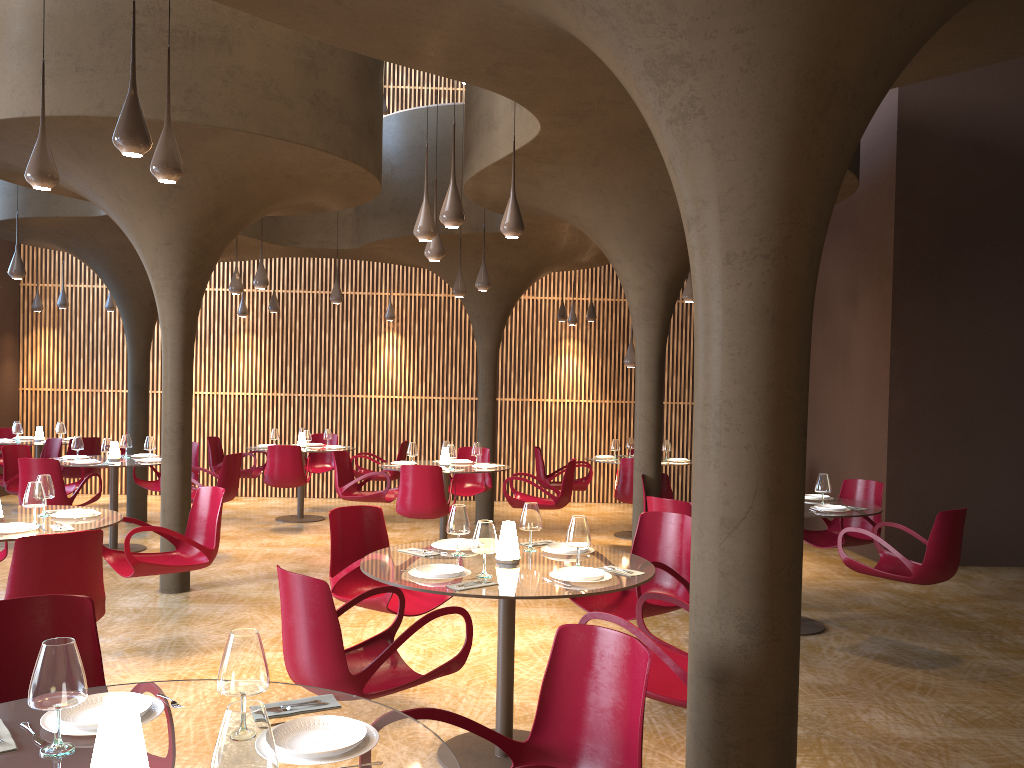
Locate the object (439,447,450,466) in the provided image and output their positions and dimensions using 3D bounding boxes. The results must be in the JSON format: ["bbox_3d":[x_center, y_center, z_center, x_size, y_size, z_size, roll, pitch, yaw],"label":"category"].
[{"bbox_3d":[-0.849,0.921,11.235,0.142,0.232,0.144,1,1,-27],"label":"object"}]

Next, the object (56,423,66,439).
[{"bbox_3d":[-7.137,0.768,14.036,0.142,0.295,0.142,0,1,-43],"label":"object"}]

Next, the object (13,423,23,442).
[{"bbox_3d":[-7.655,0.755,13.736,0.142,0.295,0.142,1,1,-3],"label":"object"}]

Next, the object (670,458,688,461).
[{"bbox_3d":[2.410,1.098,12.825,0.263,0.029,0.263,1,0,-7],"label":"object"}]

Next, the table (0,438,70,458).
[{"bbox_3d":[-7.551,1.472,14.152,1.671,1.131,1.672,1,0,40],"label":"table"}]

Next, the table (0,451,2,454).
[{"bbox_3d":[-7.568,1.457,11.496,1.671,1.131,1.672,1,0,40],"label":"table"}]

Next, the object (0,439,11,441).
[{"bbox_3d":[-7.890,0.877,13.720,0.263,0.029,0.263,1,0,-15],"label":"object"}]

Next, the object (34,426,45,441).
[{"bbox_3d":[-7.536,0.790,14.137,0.144,0.232,0.142,1,1,-27],"label":"object"}]

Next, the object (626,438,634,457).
[{"bbox_3d":[1.787,0.960,13.396,0.142,0.295,0.142,1,1,-20],"label":"object"}]

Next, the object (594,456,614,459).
[{"bbox_3d":[1.370,1.086,13.099,0.331,0.014,0.332,1,0,27],"label":"object"}]

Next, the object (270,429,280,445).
[{"bbox_3d":[-3.670,0.842,13.715,0.142,0.295,0.142,1,1,-30],"label":"object"}]

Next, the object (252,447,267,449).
[{"bbox_3d":[-3.874,0.981,13.589,0.262,0.017,0.126,1,0,4],"label":"object"}]

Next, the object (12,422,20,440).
[{"bbox_3d":[-7.945,0.751,14.225,0.142,0.295,0.142,1,1,-1],"label":"object"}]

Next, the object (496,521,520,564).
[{"bbox_3d":[-0.021,0.906,5.083,0.142,0.232,0.144,1,1,-42],"label":"object"}]

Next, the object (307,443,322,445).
[{"bbox_3d":[-3.221,0.983,14.437,0.263,0.029,0.263,1,0,9],"label":"object"}]

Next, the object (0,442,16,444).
[{"bbox_3d":[-7.682,0.897,13.501,0.126,0.017,0.262,1,0,43],"label":"object"}]

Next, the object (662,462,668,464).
[{"bbox_3d":[2.092,1.105,12.377,0.126,0.017,0.262,1,0,19],"label":"object"}]

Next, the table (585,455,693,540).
[{"bbox_3d":[1.896,1.673,13.011,1.672,1.131,1.672,1,0,18],"label":"table"}]

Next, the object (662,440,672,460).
[{"bbox_3d":[2.268,0.969,13.005,0.142,0.295,0.142,1,1,-14],"label":"object"}]

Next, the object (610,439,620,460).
[{"bbox_3d":[1.504,0.951,12.903,0.142,0.295,0.142,0,1,-44],"label":"object"}]

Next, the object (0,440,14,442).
[{"bbox_3d":[-7.890,0.887,13.720,0.332,0.014,0.331,1,0,-21],"label":"object"}]

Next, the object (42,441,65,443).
[{"bbox_3d":[-7.143,0.903,13.806,0.332,0.014,0.332,1,0,16],"label":"object"}]

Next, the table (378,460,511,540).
[{"bbox_3d":[-0.864,1.602,11.250,1.672,1.131,1.672,1,0,17],"label":"table"}]

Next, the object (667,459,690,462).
[{"bbox_3d":[2.409,1.108,12.825,0.332,0.014,0.331,1,0,-13],"label":"object"}]

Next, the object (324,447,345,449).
[{"bbox_3d":[-2.785,1.000,13.912,0.332,0.014,0.332,1,0,21],"label":"object"}]

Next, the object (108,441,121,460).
[{"bbox_3d":[-4.953,0.830,11.050,0.144,0.232,0.142,2,1,43],"label":"object"}]

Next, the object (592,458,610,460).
[{"bbox_3d":[1.282,1.090,12.810,0.262,0.017,0.126,1,0,13],"label":"object"}]

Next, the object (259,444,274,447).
[{"bbox_3d":[-3.831,0.967,13.888,0.263,0.029,0.263,1,0,34],"label":"object"}]

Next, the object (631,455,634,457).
[{"bbox_3d":[1.981,1.102,13.525,0.331,0.014,0.332,1,0,35],"label":"object"}]

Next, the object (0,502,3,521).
[{"bbox_3d":[-3.602,0.833,6.137,0.142,0.232,0.144,1,1,-9],"label":"object"}]

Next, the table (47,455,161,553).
[{"bbox_3d":[-4.968,1.511,11.065,1.672,1.131,1.672,1,0,17],"label":"table"}]

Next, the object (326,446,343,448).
[{"bbox_3d":[-2.785,0.990,13.912,0.263,0.029,0.263,1,0,-24],"label":"object"}]

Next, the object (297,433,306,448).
[{"bbox_3d":[-3.299,0.882,13.911,0.142,0.232,0.144,1,1,-17],"label":"object"}]

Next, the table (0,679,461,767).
[{"bbox_3d":[-0.960,1.550,2.149,1.672,1.131,1.671,1,0,-33],"label":"table"}]

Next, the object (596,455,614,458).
[{"bbox_3d":[1.371,1.077,13.099,0.263,0.029,0.263,1,0,10],"label":"object"}]

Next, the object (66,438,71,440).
[{"bbox_3d":[-7.140,0.898,14.489,0.263,0.029,0.263,1,0,0],"label":"object"}]

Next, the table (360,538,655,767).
[{"bbox_3d":[-0.036,1.587,5.098,1.672,1.131,1.671,1,0,-42],"label":"table"}]

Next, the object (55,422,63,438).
[{"bbox_3d":[-7.367,0.765,14.451,0.142,0.295,0.142,2,1,15],"label":"object"}]

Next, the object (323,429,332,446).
[{"bbox_3d":[-2.930,0.861,14.089,0.142,0.295,0.142,2,1,41],"label":"object"}]

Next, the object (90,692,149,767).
[{"bbox_3d":[-0.945,0.869,2.135,0.144,0.232,0.142,1,1,16],"label":"object"}]

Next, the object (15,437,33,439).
[{"bbox_3d":[-7.960,0.880,14.460,0.263,0.029,0.263,1,0,42],"label":"object"}]

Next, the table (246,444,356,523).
[{"bbox_3d":[-3.314,1.563,13.926,1.672,1.131,1.672,1,0,7],"label":"table"}]

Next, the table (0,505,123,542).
[{"bbox_3d":[-3.617,1.514,6.152,1.672,1.131,1.671,1,0,-39],"label":"table"}]

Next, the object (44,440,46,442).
[{"bbox_3d":[-7.143,0.894,13.806,0.263,0.029,0.263,1,0,-9],"label":"object"}]

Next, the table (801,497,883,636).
[{"bbox_3d":[2.495,1.659,8.174,1.672,1.131,1.671,1,0,-34],"label":"table"}]

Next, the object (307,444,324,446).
[{"bbox_3d":[-3.222,0.993,14.437,0.332,0.014,0.331,1,0,-4],"label":"object"}]

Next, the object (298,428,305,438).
[{"bbox_3d":[-3.372,0.852,14.259,0.142,0.295,0.142,1,1,-2],"label":"object"}]

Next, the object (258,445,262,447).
[{"bbox_3d":[-3.832,0.977,13.888,0.332,0.014,0.332,1,0,11],"label":"object"}]
